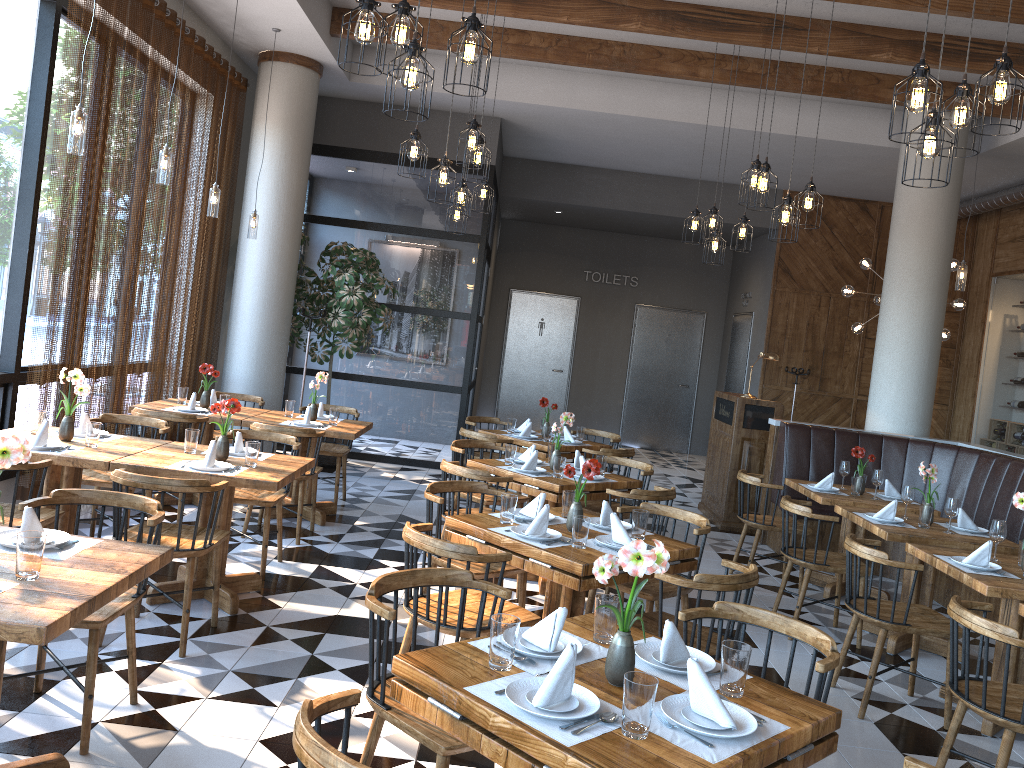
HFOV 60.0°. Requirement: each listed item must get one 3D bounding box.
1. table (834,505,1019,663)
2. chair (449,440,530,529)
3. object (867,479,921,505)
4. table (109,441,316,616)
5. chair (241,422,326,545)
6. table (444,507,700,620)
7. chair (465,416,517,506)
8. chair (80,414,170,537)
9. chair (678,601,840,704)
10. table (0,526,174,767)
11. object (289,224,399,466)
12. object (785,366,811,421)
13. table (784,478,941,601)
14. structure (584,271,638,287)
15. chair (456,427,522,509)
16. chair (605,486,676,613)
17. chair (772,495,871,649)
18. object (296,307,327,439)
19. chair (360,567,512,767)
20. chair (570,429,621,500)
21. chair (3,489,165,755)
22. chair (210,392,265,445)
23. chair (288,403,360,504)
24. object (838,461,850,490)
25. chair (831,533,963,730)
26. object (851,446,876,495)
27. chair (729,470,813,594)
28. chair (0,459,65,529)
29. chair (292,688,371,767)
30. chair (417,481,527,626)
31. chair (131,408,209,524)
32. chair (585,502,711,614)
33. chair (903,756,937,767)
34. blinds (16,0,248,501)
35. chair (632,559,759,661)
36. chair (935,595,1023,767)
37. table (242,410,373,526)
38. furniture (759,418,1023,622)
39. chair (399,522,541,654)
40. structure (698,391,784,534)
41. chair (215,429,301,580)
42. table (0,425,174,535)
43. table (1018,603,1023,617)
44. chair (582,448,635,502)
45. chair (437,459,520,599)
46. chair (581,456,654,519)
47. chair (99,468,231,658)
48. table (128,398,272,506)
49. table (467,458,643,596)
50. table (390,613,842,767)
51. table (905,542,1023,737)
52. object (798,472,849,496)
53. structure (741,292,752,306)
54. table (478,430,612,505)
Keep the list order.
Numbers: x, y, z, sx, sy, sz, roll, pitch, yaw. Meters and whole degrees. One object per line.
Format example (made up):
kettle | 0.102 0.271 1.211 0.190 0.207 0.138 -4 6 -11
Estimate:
table | 2.560 1.269 5.580 0.850 0.763 0.851 7 2 0
chair | -0.205 0.856 6.460 0.518 0.817 0.551 5 2 -45
object | 2.876 0.792 6.670 0.272 0.137 0.352 7 3 0
table | -1.643 0.797 4.885 0.850 0.763 0.851 7 2 0
chair | -1.643 0.685 6.390 0.519 0.817 0.550 7 2 0
table | 0.240 1.068 4.152 0.862 0.763 0.867 5 3 -45
chair | -0.199 0.749 8.351 0.518 0.817 0.551 5 2 -45
chair | -2.483 0.631 5.541 0.519 0.817 0.550 7 2 0
chair | 0.688 1.173 2.799 0.548 0.817 0.521 5 2 -45
table | -1.650 0.922 2.684 0.850 0.763 0.851 7 2 0
object | -2.144 -0.443 9.407 1.632 2.590 1.383 7 1 -16
object | 3.761 0.601 11.964 0.375 1.657 0.374 7 1 22
table | 2.563 1.206 6.683 0.850 0.763 0.851 7 2 0
structure | 1.644 -1.753 14.774 0.916 0.166 0.035 7 1 0
chair | -0.202 0.800 7.439 0.548 0.817 0.521 5 2 -45
chair | 0.697 1.017 5.546 0.518 0.817 0.551 5 2 -45
chair | 1.935 1.166 5.586 0.550 0.817 0.520 7 2 0
object | -2.043 0.084 8.635 0.375 1.657 0.374 7 1 22
chair | -0.217 1.063 2.800 0.518 0.817 0.551 5 2 -45
chair | 0.697 0.856 8.371 0.548 0.817 0.521 5 2 -45
chair | -1.652 0.857 3.338 0.519 0.817 0.550 7 2 0
chair | -2.476 0.509 7.697 0.519 0.817 0.550 7 2 0
chair | -1.638 0.611 7.696 0.519 0.817 0.550 7 2 0
object | 2.567 0.704 6.854 0.081 0.215 0.081 7 1 -9
chair | 1.931 1.228 4.485 0.550 0.817 0.520 7 2 0
object | 2.628 0.651 6.688 0.156 0.355 0.171 7 1 -7
chair | 1.938 1.103 6.688 0.550 0.817 0.520 7 2 0
chair | -2.487 0.705 4.236 0.519 0.817 0.550 7 2 0
chair | -0.220 1.114 1.889 0.548 0.817 0.521 5 2 -45
chair | -0.211 0.961 4.600 0.518 0.817 0.551 5 2 -45
chair | -2.480 0.583 6.391 0.519 0.817 0.550 7 2 0
chair | 0.694 1.071 4.598 0.548 0.817 0.521 5 2 -45
chair | 0.685 1.224 1.887 0.518 0.817 0.551 5 2 -45
blinds | -2.868 -1.010 5.107 0.160 3.577 7.275 7 3 0
chair | 0.691 1.123 3.687 0.518 0.817 0.551 5 2 -45
chair | 1.928 1.290 3.383 0.550 0.817 0.520 7 2 0
table | -1.637 0.675 7.041 0.850 0.763 0.851 7 2 0
furniture | 3.288 1.193 5.048 1.917 1.149 6.596 7 3 0
chair | -0.214 1.012 3.688 0.548 0.817 0.521 5 2 -45
structure | 2.417 0.780 9.121 0.645 1.299 1.046 7 2 0
chair | -1.645 0.733 5.540 0.519 0.817 0.550 7 2 0
table | -2.493 0.694 4.886 0.850 0.763 0.851 7 2 0
table | 2.553 1.393 3.386 0.850 0.763 0.851 7 2 0
chair | 0.703 0.910 7.437 0.518 0.817 0.551 5 2 -45
chair | -0.208 0.907 5.548 0.548 0.817 0.521 5 2 -45
chair | 0.700 0.966 6.458 0.548 0.817 0.521 5 2 -45
chair | -1.650 0.807 4.235 0.519 0.817 0.550 7 2 0
table | -2.486 0.572 7.042 0.850 0.763 0.851 7 2 0
table | 0.246 0.963 6.011 0.862 0.763 0.867 5 3 -45
table | 0.234 1.170 2.352 0.862 0.763 0.867 5 3 -45
table | 2.556 1.331 4.490 0.850 0.763 0.851 7 2 0
object | 2.355 0.728 6.679 0.272 0.137 0.352 7 3 0
structure | 3.578 -1.298 13.536 0.025 0.197 0.566 7 3 0
table | 0.252 0.856 7.891 0.862 0.763 0.867 5 3 -45
